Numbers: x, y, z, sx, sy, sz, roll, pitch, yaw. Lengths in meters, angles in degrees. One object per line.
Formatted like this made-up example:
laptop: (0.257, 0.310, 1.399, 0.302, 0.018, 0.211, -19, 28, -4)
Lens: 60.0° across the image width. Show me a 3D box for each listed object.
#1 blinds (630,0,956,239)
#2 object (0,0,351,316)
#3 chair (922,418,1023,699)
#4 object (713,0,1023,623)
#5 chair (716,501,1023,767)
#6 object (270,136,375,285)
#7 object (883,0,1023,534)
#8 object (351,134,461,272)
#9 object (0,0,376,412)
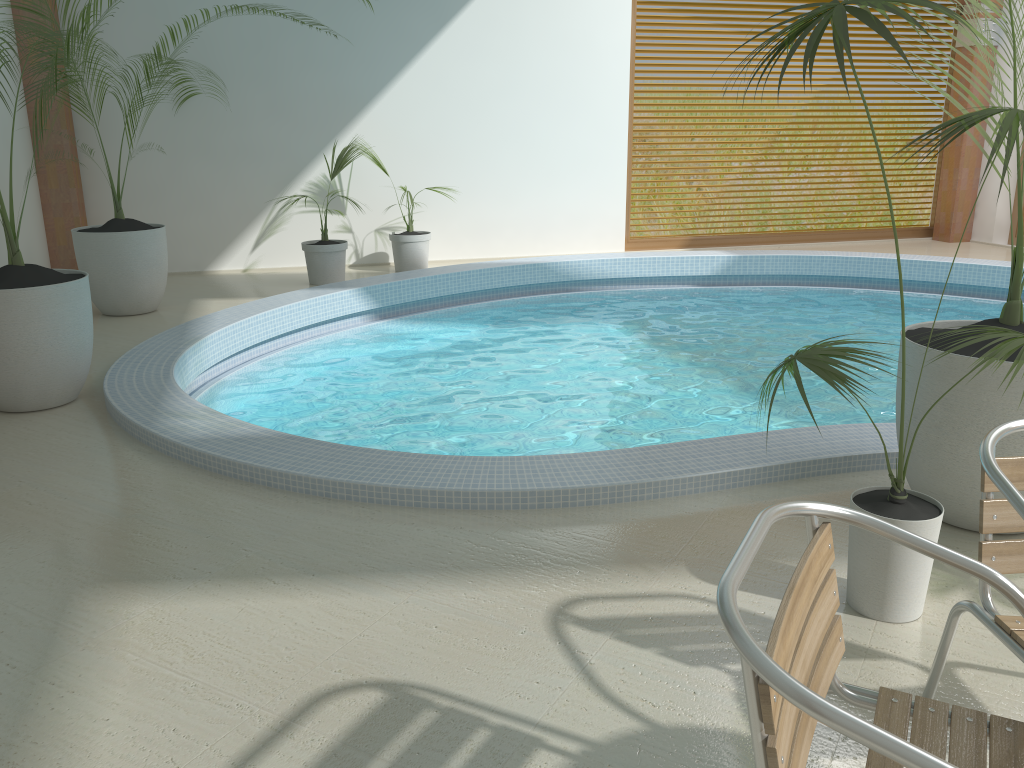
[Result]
blinds: (3.190, -3.699, 10.227, 4.500, 4.025, 0.099, -5, 17, -15)
object: (-2.890, -2.038, 6.647, 2.729, 2.960, 2.979, -11, 19, -33)
chair: (1.292, 0.496, 1.819, 0.618, 0.727, 0.563, -1, 16, -3)
object: (1.019, -0.148, 2.334, 1.059, 1.695, 0.791, 6, 17, 20)
chair: (0.611, 0.631, 1.374, 0.563, 0.727, 0.618, 8, 18, 26)
object: (-1.615, -1.552, 7.914, 0.822, 1.310, 1.067, 7, 18, 23)
object: (1.769, -0.910, 2.652, 2.979, 2.960, 2.729, 0, 16, 2)
object: (-1.002, -1.728, 8.504, 1.067, 1.310, 0.822, -1, 16, -3)
object: (-2.446, -1.385, 4.391, 2.979, 2.960, 2.729, 13, 21, 38)
